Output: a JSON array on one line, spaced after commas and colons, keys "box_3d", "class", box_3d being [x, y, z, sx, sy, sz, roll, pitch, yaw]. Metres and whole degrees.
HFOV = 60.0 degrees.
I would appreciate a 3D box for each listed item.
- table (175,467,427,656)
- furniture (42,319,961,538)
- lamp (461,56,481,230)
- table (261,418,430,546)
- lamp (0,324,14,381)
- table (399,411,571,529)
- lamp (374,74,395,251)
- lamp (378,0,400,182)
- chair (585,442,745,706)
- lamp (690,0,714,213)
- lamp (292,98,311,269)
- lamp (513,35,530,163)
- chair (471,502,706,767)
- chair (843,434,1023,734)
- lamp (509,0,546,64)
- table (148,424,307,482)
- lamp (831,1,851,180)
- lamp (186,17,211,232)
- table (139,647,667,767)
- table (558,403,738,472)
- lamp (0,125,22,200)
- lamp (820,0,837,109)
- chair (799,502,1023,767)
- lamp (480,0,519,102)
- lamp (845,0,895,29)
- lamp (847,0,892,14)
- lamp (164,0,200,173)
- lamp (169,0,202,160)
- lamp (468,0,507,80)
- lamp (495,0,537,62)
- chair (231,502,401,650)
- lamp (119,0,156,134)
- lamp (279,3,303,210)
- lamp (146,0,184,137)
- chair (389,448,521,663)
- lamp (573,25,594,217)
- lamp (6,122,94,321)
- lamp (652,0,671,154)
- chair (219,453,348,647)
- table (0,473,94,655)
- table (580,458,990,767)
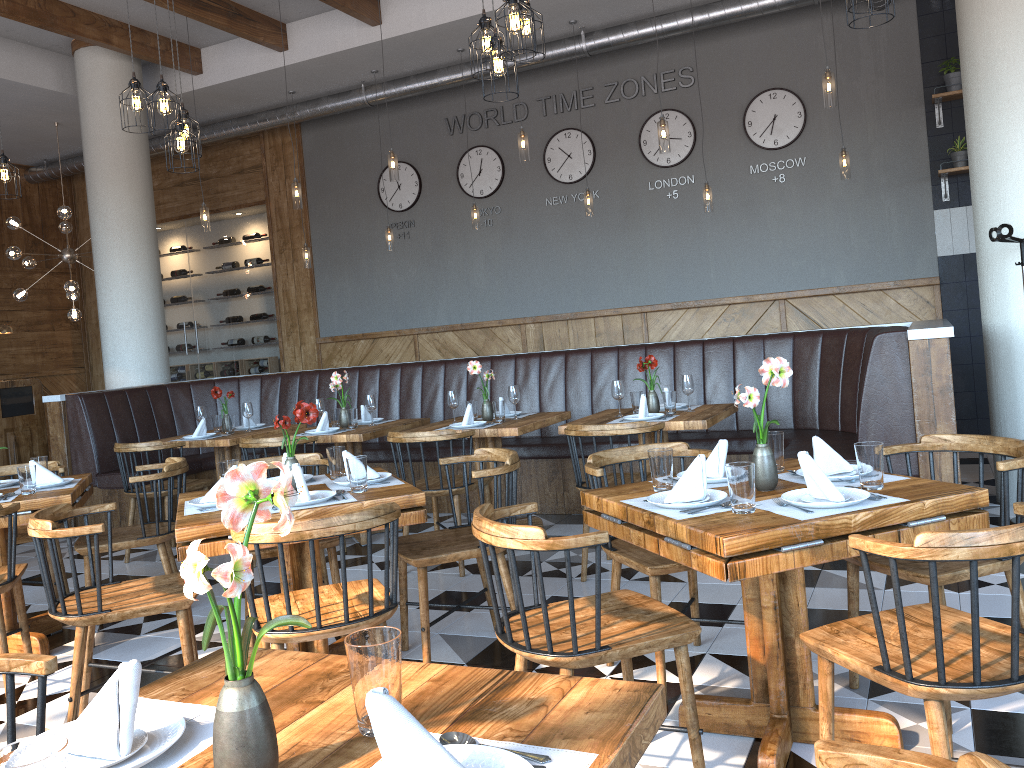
[{"box_3d": [-0.820, 0.804, 3.462, 0.865, 0.763, 0.864, -6, 2, -20], "class": "table"}, {"box_3d": [-0.357, 0.399, 6.598, 6.578, 1.149, 1.922, -4, 3, 25], "class": "furniture"}, {"box_3d": [-0.428, -2.464, 8.502, 0.078, 1.963, 0.078, -5, 1, -30], "class": "lamp"}, {"box_3d": [-1.118, 0.684, 6.182, 0.849, 0.763, 0.852, -4, 2, 25], "class": "table"}, {"box_3d": [-4.262, -0.123, 7.346, 0.170, 0.756, 0.445, -5, 1, 1], "class": "lamp"}, {"box_3d": [-0.136, 0.621, 5.715, 0.849, 0.763, 0.852, -4, 2, 25], "class": "table"}, {"box_3d": [-1.310, -2.323, 8.926, 0.078, 1.963, 0.078, -5, 1, 11], "class": "lamp"}, {"box_3d": [-1.036, -2.618, 7.151, 0.078, 1.963, 0.078, -5, 1, -30], "class": "lamp"}, {"box_3d": [0.588, 0.661, 3.292, 0.520, 0.817, 0.549, -6, 1, -20], "class": "chair"}, {"box_3d": [1.594, -2.445, 7.551, 0.078, 1.963, 0.078, -5, 1, -24], "class": "lamp"}, {"box_3d": [-2.252, -2.204, 9.376, 0.078, 1.963, 0.078, -6, 1, -33], "class": "lamp"}, {"box_3d": [0.009, -2.650, 6.657, 0.078, 1.963, 0.078, -4, 1, 44], "class": "lamp"}, {"box_3d": [0.200, 0.740, 2.468, 0.550, 0.817, 0.519, -6, 1, -20], "class": "chair"}, {"box_3d": [1.409, 0.608, 2.902, 0.550, 0.817, 0.519, -6, 1, -20], "class": "chair"}, {"box_3d": [-0.009, -2.682, 4.482, 0.175, 2.070, 0.175, -5, 1, -4], "class": "lamp"}, {"box_3d": [-2.112, 0.747, 6.653, 0.849, 0.763, 0.852, -4, 2, 25], "class": "table"}, {"box_3d": [2.584, -2.614, 7.075, 0.078, 1.963, 0.078, -5, 1, 1], "class": "lamp"}, {"box_3d": [-2.860, -2.358, 8.025, 0.078, 1.963, 0.078, -6, 1, -33], "class": "lamp"}, {"box_3d": [-0.302, 0.885, 1.115, 0.849, 0.763, 0.852, -4, 2, 25], "class": "table"}, {"box_3d": [0.858, 0.558, 5.244, 0.849, 0.763, 0.852, -4, 2, 25], "class": "table"}, {"box_3d": [-3.665, -2.350, 6.254, 0.175, 2.070, 0.175, -5, 1, 36], "class": "lamp"}, {"box_3d": [1.976, -2.768, 5.724, 0.078, 1.963, 0.078, -5, 1, 1], "class": "lamp"}, {"box_3d": [1.021, 0.688, 2.078, 0.520, 0.817, 0.549, -6, 1, -20], "class": "chair"}, {"box_3d": [-0.145, -2.429, 4.314, 0.175, 2.070, 0.175, -5, 1, -4], "class": "lamp"}, {"box_3d": [1.397, -2.531, 3.660, 0.175, 2.070, 0.175, -4, 1, 43], "class": "lamp"}, {"box_3d": [1.472, -2.681, 3.863, 0.175, 2.070, 0.175, -5, 1, 10], "class": "lamp"}, {"box_3d": [-2.063, -2.311, 5.304, 0.175, 2.070, 0.175, -5, 1, 9], "class": "lamp"}, {"box_3d": [-2.119, -2.449, 5.519, 0.175, 2.070, 0.175, -5, 1, -25], "class": "lamp"}, {"box_3d": [-0.207, -2.609, 4.522, 0.175, 2.070, 0.175, -5, 1, -15], "class": "lamp"}, {"box_3d": [-0.066, -2.556, 4.111, 0.175, 2.070, 0.175, -6, 1, -37], "class": "lamp"}, {"box_3d": [-0.600, 0.791, 2.848, 0.520, 0.817, 0.549, -6, 1, -20], "class": "chair"}, {"box_3d": [-2.273, -2.516, 5.170, 0.175, 2.070, 0.175, -5, 1, 9], "class": "lamp"}, {"box_3d": [-1.919, -2.476, 7.575, 0.078, 1.963, 0.078, -5, 1, 11], "class": "lamp"}, {"box_3d": [-2.078, -2.472, 5.086, 0.175, 2.070, 0.175, -5, 1, -2], "class": "lamp"}, {"box_3d": [-0.212, 0.712, 3.672, 0.550, 0.817, 0.519, -6, 1, -20], "class": "chair"}, {"box_3d": [0.618, -2.497, 8.008, 0.078, 1.963, 0.078, -5, 1, 33], "class": "lamp"}, {"box_3d": [-4.907, -1.779, 9.742, 1.187, 2.191, 1.161, -5, 1, -13], "class": "lamp"}, {"box_3d": [0.986, -2.599, 6.200, 0.078, 1.963, 0.078, -5, 1, -24], "class": "lamp"}, {"box_3d": [-1.034, 0.764, 4.062, 0.520, 0.817, 0.549, -6, 1, -20], "class": "chair"}, {"box_3d": [-2.495, 0.911, 4.257, 0.865, 0.763, 0.864, -6, 2, -20], "class": "table"}, {"box_3d": [0.801, 0.701, 2.692, 0.865, 0.763, 0.864, -6, 2, -20], "class": "table"}]
